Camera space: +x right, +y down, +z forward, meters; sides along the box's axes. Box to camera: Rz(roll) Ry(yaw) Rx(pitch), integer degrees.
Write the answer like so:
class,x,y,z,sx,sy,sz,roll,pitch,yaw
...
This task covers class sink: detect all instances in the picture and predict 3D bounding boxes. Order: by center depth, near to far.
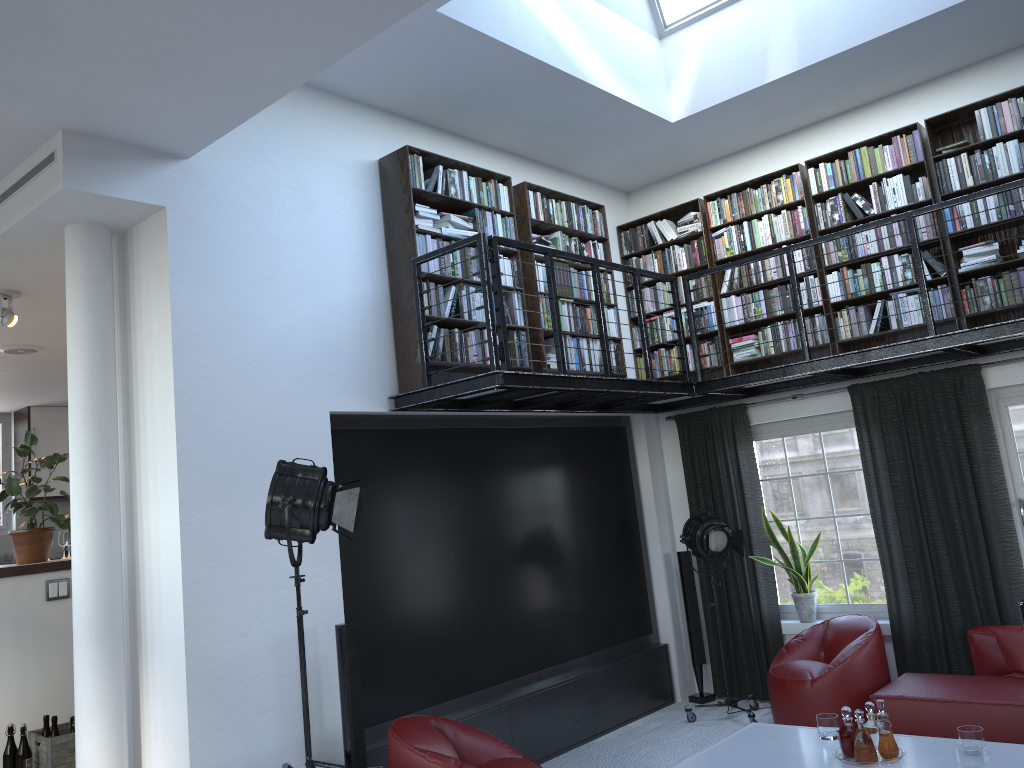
class,x,y,z,sx,sy,sz,roll,pitch,yaw
sink,-5.337,2.003,10.586,0.431,0.416,0.914,-14,-11,40

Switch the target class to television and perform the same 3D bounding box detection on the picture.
class,x,y,z,sx,sy,sz,roll,pitch,yaw
television,0.082,1.424,6.386,0.116,2.442,3.348,-15,-12,40

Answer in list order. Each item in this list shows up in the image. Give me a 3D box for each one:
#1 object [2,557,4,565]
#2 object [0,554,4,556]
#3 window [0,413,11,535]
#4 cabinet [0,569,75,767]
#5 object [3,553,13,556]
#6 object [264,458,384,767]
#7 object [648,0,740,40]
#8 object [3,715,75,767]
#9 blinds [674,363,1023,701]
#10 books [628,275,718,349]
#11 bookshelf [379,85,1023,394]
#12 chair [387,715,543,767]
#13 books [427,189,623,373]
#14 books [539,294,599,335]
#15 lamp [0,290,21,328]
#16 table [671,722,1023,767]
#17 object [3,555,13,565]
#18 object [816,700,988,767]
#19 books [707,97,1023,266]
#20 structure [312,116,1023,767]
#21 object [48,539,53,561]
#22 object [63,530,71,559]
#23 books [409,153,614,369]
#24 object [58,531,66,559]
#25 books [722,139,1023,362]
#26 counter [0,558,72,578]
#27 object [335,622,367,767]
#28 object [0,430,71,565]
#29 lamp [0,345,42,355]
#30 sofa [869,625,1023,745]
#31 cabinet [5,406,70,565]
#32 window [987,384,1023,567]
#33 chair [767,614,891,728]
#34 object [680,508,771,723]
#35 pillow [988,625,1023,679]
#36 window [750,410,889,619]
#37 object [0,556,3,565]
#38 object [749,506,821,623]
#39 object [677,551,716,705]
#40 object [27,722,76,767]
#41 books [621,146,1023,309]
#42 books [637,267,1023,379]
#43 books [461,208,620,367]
class,x,y,z,sx,sy,sz,roll,pitch,yaw
object,-5.824,2.025,10.174,0.093,0.098,0.093,-10,-10,24
object,-5.827,1.996,10.179,0.093,0.098,0.093,-10,-10,24
window,-6.482,1.054,10.219,0.132,1.468,1.296,-15,-12,40
cabinet,-4.207,2.074,6.891,4.150,1.179,1.498,-13,-11,40
object,-5.750,1.978,10.112,0.094,0.098,0.093,-1,-11,-32
object,-0.910,1.133,4.192,0.545,1.588,0.607,-5,-10,-5
object,1.586,-3.228,5.908,2.211,0.637,1.184,-13,-11,40
object,-2.620,2.085,5.113,0.556,0.326,0.287,-3,-10,-22
blinds,2.470,1.227,6.797,2.496,2.400,0.125,-14,-12,40
books,2.760,-1.088,6.609,4.415,1.421,0.226,-13,-12,40
bookshelf,1.866,-1.057,5.569,4.454,1.626,3.084,-13,-11,40
chair,-0.211,2.093,4.612,0.828,0.716,0.827,-9,-9,20
books,1.593,-1.139,5.273,4.356,1.417,2.202,-13,-11,40
books,1.962,-1.126,5.664,4.363,1.413,1.168,-13,-11,40
lamp,-3.398,-0.494,5.946,0.183,0.240,0.182,3,-13,-45
table,1.774,2.114,4.649,1.657,0.245,1.164,-13,-10,40
object,-5.747,2.008,10.107,0.094,0.098,0.093,-1,-11,-32
object,2.005,1.827,4.723,1.003,0.296,0.512,-14,-11,43
books,2.731,-1.369,6.668,2.624,0.833,0.213,-13,-12,40
structure,1.537,0.561,4.714,4.467,3.375,4.609,-14,-11,40
object,-3.822,1.344,7.290,0.082,0.224,0.082,-13,-12,35
object,-3.513,1.273,7.022,0.083,0.224,0.082,-4,-10,-16
books,0.023,-0.795,6.599,0.313,1.432,2.204,-15,-12,41
object,-3.583,1.289,7.085,0.082,0.224,0.082,-7,-10,7
books,3.061,-1.003,6.353,3.376,1.129,0.240,-13,-12,40
counter,-4.277,1.496,7.000,4.180,0.062,1.444,-13,-10,40
object,-0.864,1.922,4.766,0.157,1.228,0.157,-10,-11,21
object,-3.280,0.761,5.989,0.774,0.897,0.434,-8,-10,8
lamp,-4.216,-0.290,7.601,0.328,0.025,0.327,1,-11,-44
sofa,2.760,1.768,4.337,2.530,0.660,3.275,-13,-10,40
cabinet,-4.759,1.180,6.748,7.265,3.020,7.218,-13,-11,40
window,3.921,0.730,5.839,1.161,1.615,0.133,-14,-13,40
chair,2.233,2.055,6.293,0.830,0.716,0.826,-7,-9,2
object,2.578,1.578,6.348,2.897,1.588,0.750,-10,-10,24
pillow,3.659,1.492,4.799,0.983,0.404,1.944,-5,-8,-7
window,2.433,1.070,7.126,1.161,1.615,0.133,-14,-13,40
object,-5.820,2.005,10.031,0.093,0.098,0.093,-10,-10,24
object,2.106,1.428,7.046,0.526,0.945,0.550,1,-12,-38
object,1.512,2.028,7.447,0.157,1.228,0.156,0,-12,-33
object,-2.534,2.125,5.197,0.455,0.249,0.387,2,-11,-43
books,2.757,-1.077,6.604,4.420,1.405,0.242,-13,-12,40
books,2.424,-1.104,6.256,4.414,1.438,1.284,-13,-11,42
books,1.800,-0.997,5.483,4.315,1.147,1.596,-13,-11,39
